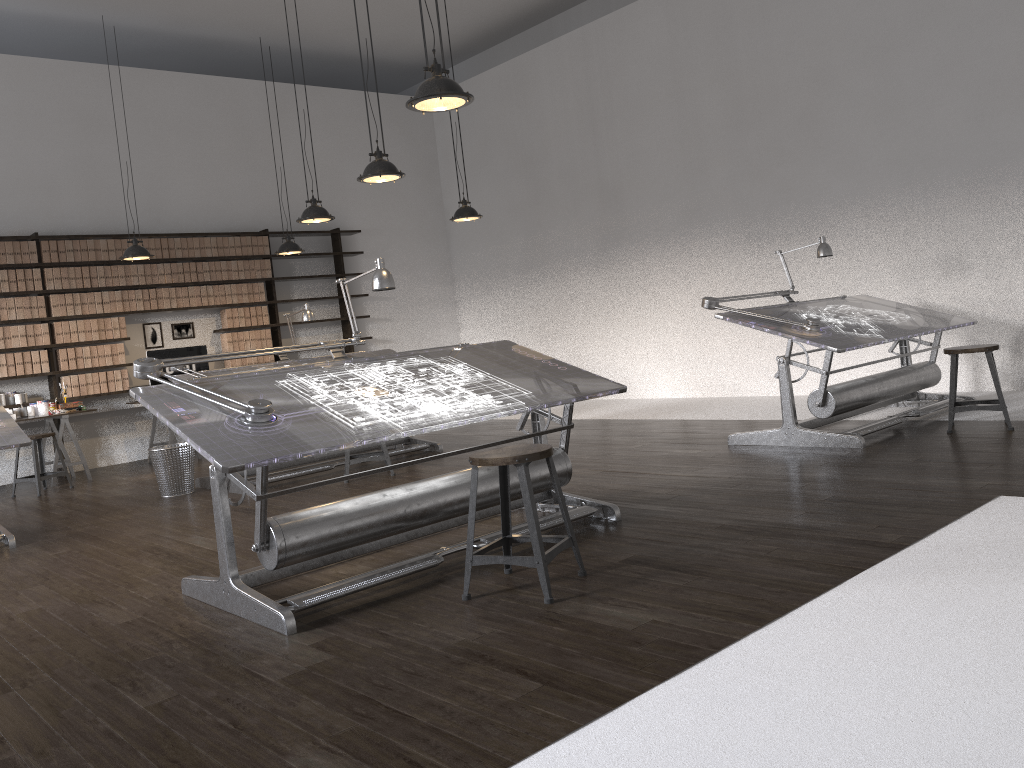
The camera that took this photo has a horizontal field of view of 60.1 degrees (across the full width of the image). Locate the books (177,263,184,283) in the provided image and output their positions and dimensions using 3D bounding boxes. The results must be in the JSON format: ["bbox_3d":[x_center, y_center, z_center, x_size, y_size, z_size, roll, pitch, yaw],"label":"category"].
[{"bbox_3d":[-3.713,-1.221,9.833,0.067,0.225,0.174,-7,2,-41],"label":"books"}]

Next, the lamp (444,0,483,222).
[{"bbox_3d":[-0.551,-2.635,8.150,0.312,2.251,0.312,-6,1,29],"label":"lamp"}]

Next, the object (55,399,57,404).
[{"bbox_3d":[-4.492,0.210,8.709,0.040,0.130,0.005,-8,1,-43],"label":"object"}]

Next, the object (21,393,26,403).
[{"bbox_3d":[-4.828,0.144,8.724,0.063,0.094,0.062,-7,2,-9],"label":"object"}]

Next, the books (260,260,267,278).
[{"bbox_3d":[-2.979,-1.349,10.481,0.067,0.225,0.174,-7,2,-41],"label":"books"}]

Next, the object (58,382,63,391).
[{"bbox_3d":[-4.438,0.084,8.746,0.055,0.214,0.007,-7,1,-34],"label":"object"}]

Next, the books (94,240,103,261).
[{"bbox_3d":[-4.364,-1.389,9.285,0.067,0.225,0.174,-7,2,-41],"label":"books"}]

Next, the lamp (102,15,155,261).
[{"bbox_3d":[-3.606,-2.281,8.194,0.311,2.251,0.312,-7,1,-16],"label":"lamp"}]

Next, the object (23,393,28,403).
[{"bbox_3d":[-4.843,0.141,8.792,0.062,0.095,0.062,-7,2,-9],"label":"object"}]

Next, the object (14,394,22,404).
[{"bbox_3d":[-4.824,0.147,8.657,0.062,0.095,0.062,-7,2,-9],"label":"object"}]

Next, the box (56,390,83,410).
[{"bbox_3d":[-4.384,0.163,8.768,0.212,0.207,0.137,-9,2,-41],"label":"box"}]

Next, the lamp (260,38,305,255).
[{"bbox_3d":[-2.445,-2.482,9.217,0.311,2.251,0.312,-7,1,-16],"label":"lamp"}]

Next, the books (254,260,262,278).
[{"bbox_3d":[-3.025,-1.340,10.433,0.067,0.225,0.174,-7,2,-41],"label":"books"}]

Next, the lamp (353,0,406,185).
[{"bbox_3d":[-0.963,-2.420,5.639,0.311,2.264,0.312,-7,1,-16],"label":"lamp"}]

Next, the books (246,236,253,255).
[{"bbox_3d":[-3.118,-1.605,10.382,0.067,0.225,0.174,-7,2,-41],"label":"books"}]

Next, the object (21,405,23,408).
[{"bbox_3d":[-4.763,0.254,8.625,0.030,0.133,0.004,-7,1,-37],"label":"object"}]

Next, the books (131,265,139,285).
[{"bbox_3d":[-4.079,-1.158,9.509,0.067,0.225,0.174,-7,2,-41],"label":"books"}]

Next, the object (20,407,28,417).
[{"bbox_3d":[-4.720,0.274,8.561,0.062,0.093,0.063,-7,2,0],"label":"object"}]

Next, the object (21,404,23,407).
[{"bbox_3d":[-4.754,0.252,8.626,0.036,0.117,0.005,-7,1,-36],"label":"object"}]

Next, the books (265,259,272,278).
[{"bbox_3d":[-2.931,-1.357,10.521,0.067,0.225,0.174,-7,2,-41],"label":"books"}]

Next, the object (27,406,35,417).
[{"bbox_3d":[-4.650,0.265,8.564,0.062,0.094,0.062,-6,2,9],"label":"object"}]

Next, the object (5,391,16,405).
[{"bbox_3d":[-4.951,0.143,8.760,0.094,0.130,0.094,-5,2,36],"label":"object"}]

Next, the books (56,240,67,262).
[{"bbox_3d":[-4.624,-1.344,9.058,0.067,0.225,0.174,-7,2,-41],"label":"books"}]

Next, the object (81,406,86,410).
[{"bbox_3d":[-4.243,0.234,8.763,0.049,0.037,0.049,-9,3,-37],"label":"object"}]

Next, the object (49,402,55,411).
[{"bbox_3d":[-4.485,0.236,8.640,0.050,0.112,0.049,-8,1,-38],"label":"object"}]

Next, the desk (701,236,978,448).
[{"bbox_3d":[2.360,-0.391,6.352,2.076,1.385,1.074,-9,3,-41],"label":"desk"}]

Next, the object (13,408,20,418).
[{"bbox_3d":[-4.786,0.281,8.566,0.062,0.094,0.062,-7,2,0],"label":"object"}]

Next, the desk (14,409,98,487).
[{"bbox_3d":[-4.789,0.690,8.225,1.674,0.669,0.654,-9,3,-41],"label":"desk"}]

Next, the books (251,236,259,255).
[{"bbox_3d":[-3.063,-1.615,10.432,0.067,0.225,0.174,-7,2,-41],"label":"books"}]

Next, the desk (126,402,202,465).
[{"bbox_3d":[-3.191,0.413,9.635,1.674,0.669,0.654,-9,3,-41],"label":"desk"}]

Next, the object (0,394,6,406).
[{"bbox_3d":[-4.972,0.156,8.630,0.062,0.119,0.062,-6,1,17],"label":"object"}]

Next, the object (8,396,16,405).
[{"bbox_3d":[-4.904,0.165,8.687,0.054,0.081,0.054,-5,2,39],"label":"object"}]

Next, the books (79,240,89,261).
[{"bbox_3d":[-4.465,-1.372,9.197,0.067,0.225,0.174,-7,2,-41],"label":"books"}]

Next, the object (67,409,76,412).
[{"bbox_3d":[-4.281,0.257,8.605,0.011,0.017,0.172,-6,4,18],"label":"object"}]

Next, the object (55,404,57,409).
[{"bbox_3d":[-4.506,0.246,8.706,0.060,0.089,0.059,-8,2,-36],"label":"object"}]

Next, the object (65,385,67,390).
[{"bbox_3d":[-4.421,0.093,8.757,0.071,0.186,0.008,-7,1,1],"label":"object"}]

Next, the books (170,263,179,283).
[{"bbox_3d":[-3.757,-1.213,9.788,0.067,0.225,0.174,-7,2,-41],"label":"books"}]

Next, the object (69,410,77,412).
[{"bbox_3d":[-4.274,0.263,8.617,0.005,0.005,0.158,-6,4,15],"label":"object"}]

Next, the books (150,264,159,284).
[{"bbox_3d":[-3.922,-1.185,9.652,0.067,0.225,0.174,-7,2,-41],"label":"books"}]

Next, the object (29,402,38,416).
[{"bbox_3d":[-4.667,0.247,8.675,0.094,0.128,0.095,-5,2,45],"label":"object"}]

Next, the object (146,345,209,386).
[{"bbox_3d":[-3.583,-0.128,9.512,0.645,0.517,0.204,-9,2,-41],"label":"object"}]

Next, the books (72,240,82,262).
[{"bbox_3d":[-4.518,-1.363,9.151,0.067,0.225,0.174,-7,2,-41],"label":"books"}]

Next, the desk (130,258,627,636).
[{"bbox_3d":[-0.557,0.097,4.061,2.076,1.385,1.074,-9,3,-41],"label":"desk"}]

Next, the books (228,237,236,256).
[{"bbox_3d":[-3.273,-1.578,10.245,0.067,0.225,0.174,-7,2,-41],"label":"books"}]

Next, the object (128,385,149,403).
[{"bbox_3d":[-3.870,0.096,9.324,0.203,0.161,0.285,-4,4,41],"label":"object"}]

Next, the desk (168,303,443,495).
[{"bbox_3d":[-1.665,0.017,7.323,2.076,1.385,1.074,-9,3,-41],"label":"desk"}]

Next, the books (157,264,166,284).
[{"bbox_3d":[-3.868,-1.194,9.695,0.067,0.225,0.174,-7,2,-41],"label":"books"}]

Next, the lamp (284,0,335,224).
[{"bbox_3d":[-1.712,-2.434,7.127,0.311,2.251,0.312,-7,1,-16],"label":"lamp"}]

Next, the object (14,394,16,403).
[{"bbox_3d":[-4.882,0.148,8.745,0.045,0.102,0.044,-6,2,40],"label":"object"}]

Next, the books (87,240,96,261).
[{"bbox_3d":[-4.411,-1.381,9.237,0.067,0.225,0.174,-7,2,-41],"label":"books"}]

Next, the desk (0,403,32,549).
[{"bbox_3d":[-4.168,0.451,5.116,2.288,1.385,1.074,-9,3,-41],"label":"desk"}]

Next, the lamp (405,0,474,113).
[{"bbox_3d":[-0.454,-2.379,3.983,0.312,2.251,0.312,-6,1,29],"label":"lamp"}]

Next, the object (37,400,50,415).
[{"bbox_3d":[-4.562,0.232,8.626,0.105,0.141,0.104,-8,2,-33],"label":"object"}]

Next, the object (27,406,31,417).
[{"bbox_3d":[-4.691,0.266,8.610,0.045,0.101,0.044,-8,2,-41],"label":"object"}]

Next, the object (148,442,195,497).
[{"bbox_3d":[-2.601,0.664,6.833,0.354,0.377,0.353,-7,2,-19],"label":"object"}]

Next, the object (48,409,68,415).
[{"bbox_3d":[-4.370,0.260,8.540,0.132,0.050,0.197,-5,4,20],"label":"object"}]

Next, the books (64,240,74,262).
[{"bbox_3d":[-4.568,-1.354,9.101,0.067,0.225,0.174,-7,2,-41],"label":"books"}]

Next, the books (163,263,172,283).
[{"bbox_3d":[-3.811,-1.204,9.740,0.067,0.225,0.174,-7,2,-41],"label":"books"}]
